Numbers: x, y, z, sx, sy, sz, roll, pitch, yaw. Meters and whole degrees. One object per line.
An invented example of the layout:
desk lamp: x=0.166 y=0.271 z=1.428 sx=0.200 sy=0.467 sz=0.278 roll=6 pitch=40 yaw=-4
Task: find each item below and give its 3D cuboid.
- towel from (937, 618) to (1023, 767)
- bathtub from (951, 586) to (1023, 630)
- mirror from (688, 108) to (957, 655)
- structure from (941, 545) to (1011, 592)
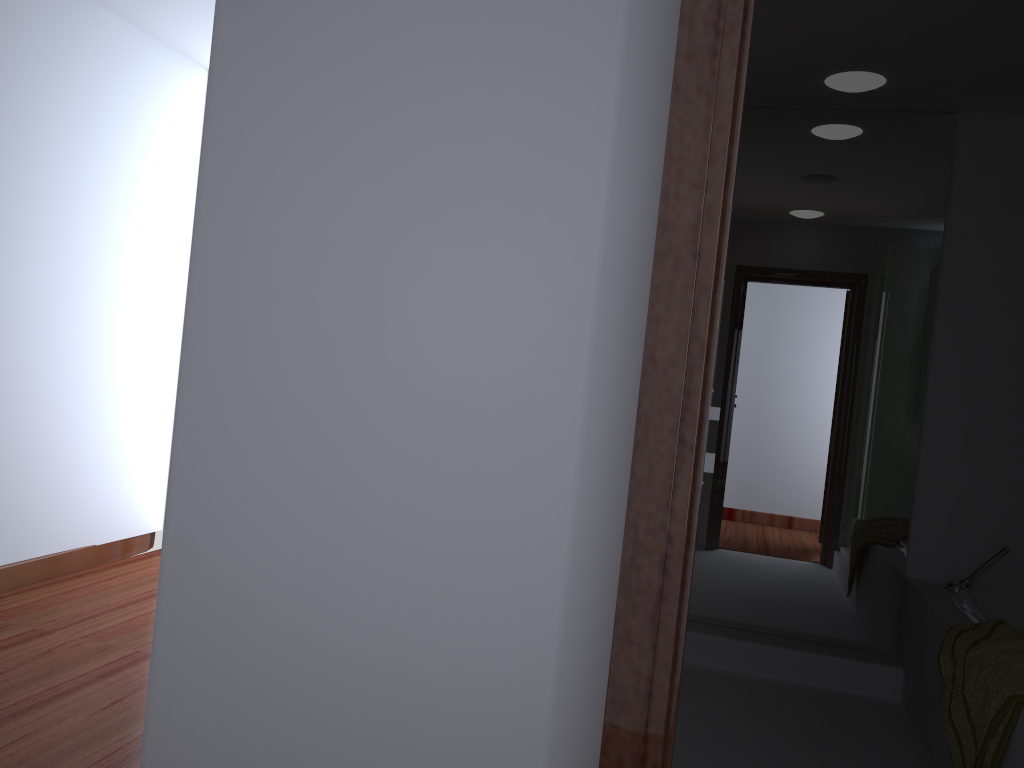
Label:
towel: x=1.381 y=0.935 z=2.385 sx=0.349 sy=0.452 sz=0.890 roll=6 pitch=1 yaw=9
bathtub: x=1.849 y=1.000 z=2.600 sx=0.881 sy=0.424 sz=1.683 roll=6 pitch=1 yaw=14
mirror: x=0.973 y=-0.068 z=3.739 sx=1.433 sy=2.183 sz=0.019 roll=6 pitch=1 yaw=14
structure: x=1.766 y=0.717 z=3.371 sx=0.112 sy=0.257 sz=0.239 roll=5 pitch=1 yaw=-44
